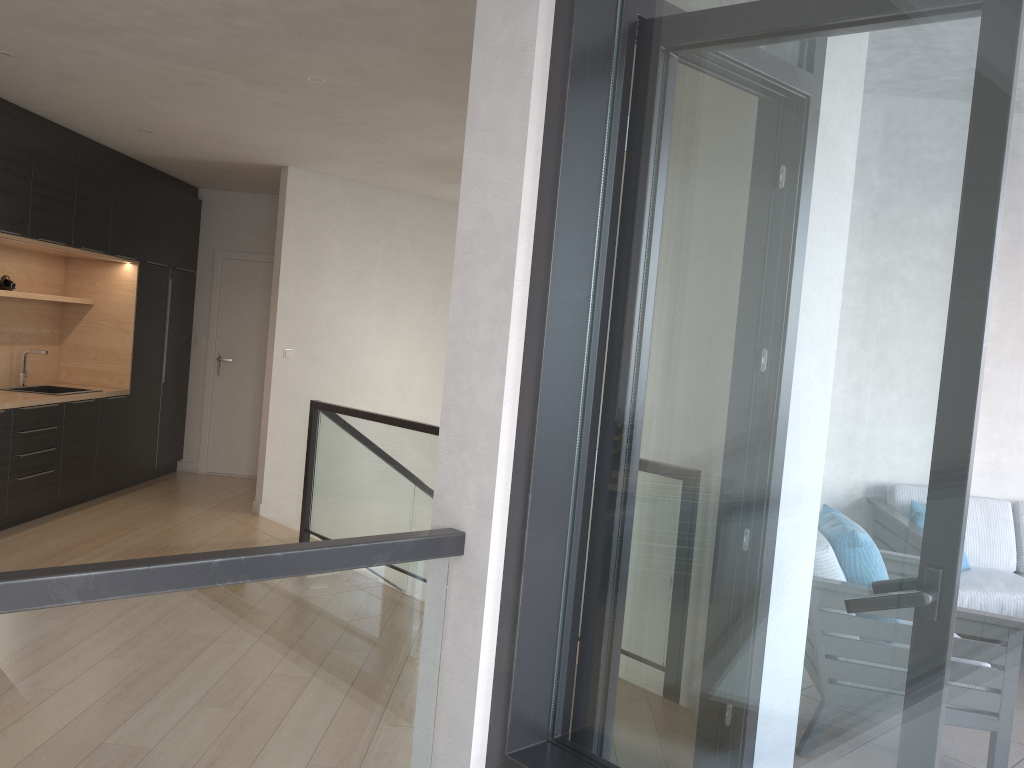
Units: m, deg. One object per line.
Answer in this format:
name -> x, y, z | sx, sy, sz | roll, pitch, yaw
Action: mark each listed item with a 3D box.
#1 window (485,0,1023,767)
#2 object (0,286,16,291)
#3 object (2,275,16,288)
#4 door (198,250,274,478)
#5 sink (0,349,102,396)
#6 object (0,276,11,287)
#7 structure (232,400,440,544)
window -> 1.814, -0.128, 0.076 | 0.170, 2.402, 5.002 | 3, 4, -43
object -> -3.559, -0.668, 6.213 | 0.145, 0.025, 0.145 | 5, 3, 4
object -> -3.549, -0.719, 6.248 | 0.100, 0.093, 0.066 | 6, 3, 11
door -> -2.431, -0.163, 8.450 | 0.974, 2.136, 0.085 | 5, 3, 2
sink -> -3.446, 0.014, 6.602 | 0.512, 0.518, 0.626 | 5, 3, 2
object -> -3.559, -0.711, 6.186 | 0.100, 0.093, 0.066 | 6, 3, 16
structure -> 0.210, 2.425, 6.211 | 2.823, 4.339, 4.190 | 3, 4, -43
